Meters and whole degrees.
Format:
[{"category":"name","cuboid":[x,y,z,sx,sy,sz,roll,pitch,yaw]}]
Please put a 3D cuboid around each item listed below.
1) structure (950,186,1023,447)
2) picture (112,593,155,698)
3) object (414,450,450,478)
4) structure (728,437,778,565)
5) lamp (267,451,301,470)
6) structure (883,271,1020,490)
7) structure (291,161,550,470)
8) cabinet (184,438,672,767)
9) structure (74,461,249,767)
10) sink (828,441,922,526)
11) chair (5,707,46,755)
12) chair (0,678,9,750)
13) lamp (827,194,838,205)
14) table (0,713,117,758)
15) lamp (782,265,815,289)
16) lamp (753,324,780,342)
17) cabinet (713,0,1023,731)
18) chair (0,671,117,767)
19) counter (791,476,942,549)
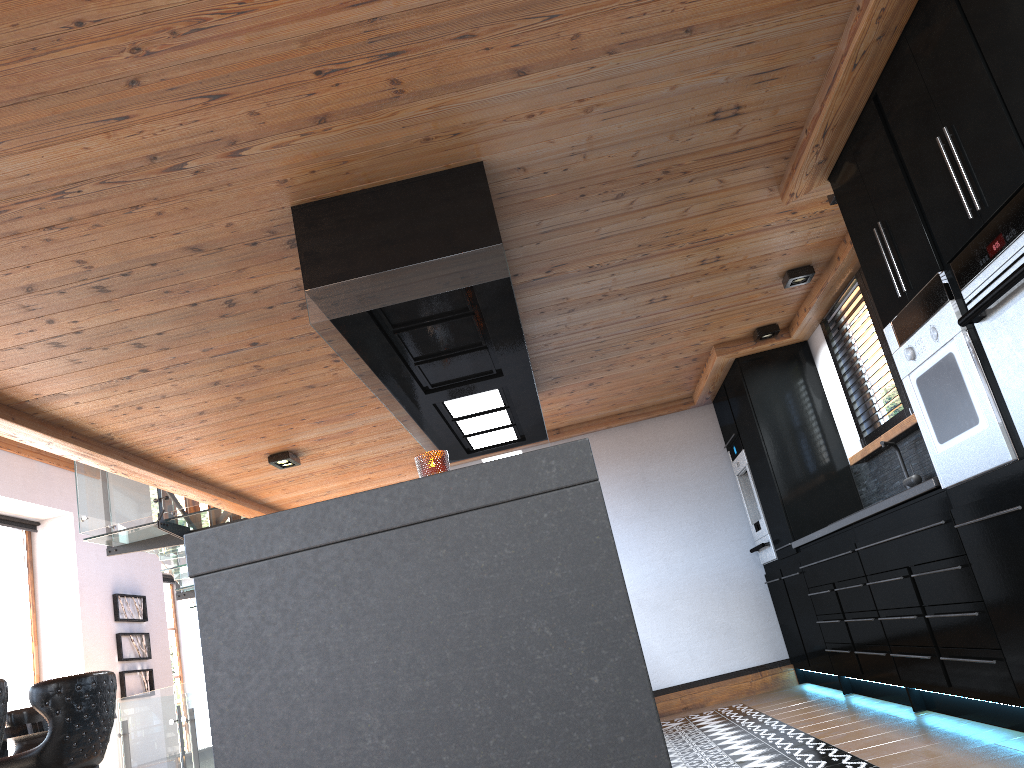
[{"category":"structure","cuboid":[1.479,-0.162,2.567,0.089,0.674,0.593,-13,-17,1]},{"category":"picture","cuboid":[-4.932,3.414,11.570,0.059,1.315,0.772,-13,-17,1]},{"category":"object","cuboid":[-0.181,0.204,2.062,0.080,0.081,0.078,2,-23,-42]},{"category":"structure","cuboid":[1.921,0.913,6.929,0.255,0.947,0.596,-13,-17,1]},{"category":"lamp","cuboid":[-1.621,0.538,6.311,0.155,0.068,0.260,-14,-17,1]},{"category":"structure","cuboid":[1.711,-0.025,3.201,0.382,0.674,0.598,-13,-17,1]},{"category":"structure","cuboid":[-0.258,-0.071,4.670,0.711,0.477,3.244,-14,-16,1]},{"category":"cabinet","cuboid":[0.063,1.380,4.025,0.888,1.106,4.791,-14,-17,1]},{"category":"structure","cuboid":[-4.359,4.032,8.660,9.210,6.412,11.004,-14,-17,1]},{"category":"sink","cuboid":[1.948,0.503,4.611,0.462,0.421,0.960,-14,-17,1]},{"category":"chair","cuboid":[-2.907,2.550,5.516,0.504,1.094,0.567,-13,-17,0]},{"category":"chair","cuboid":[-2.240,1.748,3.405,0.572,1.094,0.500,-9,-17,-15]},{"category":"lamp","cuboid":[1.545,-0.902,4.079,0.155,0.068,0.152,-14,-17,1]},{"category":"table","cuboid":[-3.038,2.091,3.581,1.429,0.952,3.789,-14,-17,1]},{"category":"lamp","cuboid":[1.638,-0.620,5.078,0.155,0.068,0.152,-14,-17,1]},{"category":"lamp","cuboid":[1.725,-0.353,6.024,0.155,0.068,0.152,-14,-17,1]},{"category":"cabinet","cuboid":[1.890,0.276,4.093,0.543,2.386,6.417,-13,-17,1]},{"category":"chair","cuboid":[-2.203,2.019,4.326,0.568,1.094,0.503,-13,-17,0]},{"category":"counter","cuboid":[1.999,0.664,4.645,0.531,0.040,2.562,-14,-16,1]}]
